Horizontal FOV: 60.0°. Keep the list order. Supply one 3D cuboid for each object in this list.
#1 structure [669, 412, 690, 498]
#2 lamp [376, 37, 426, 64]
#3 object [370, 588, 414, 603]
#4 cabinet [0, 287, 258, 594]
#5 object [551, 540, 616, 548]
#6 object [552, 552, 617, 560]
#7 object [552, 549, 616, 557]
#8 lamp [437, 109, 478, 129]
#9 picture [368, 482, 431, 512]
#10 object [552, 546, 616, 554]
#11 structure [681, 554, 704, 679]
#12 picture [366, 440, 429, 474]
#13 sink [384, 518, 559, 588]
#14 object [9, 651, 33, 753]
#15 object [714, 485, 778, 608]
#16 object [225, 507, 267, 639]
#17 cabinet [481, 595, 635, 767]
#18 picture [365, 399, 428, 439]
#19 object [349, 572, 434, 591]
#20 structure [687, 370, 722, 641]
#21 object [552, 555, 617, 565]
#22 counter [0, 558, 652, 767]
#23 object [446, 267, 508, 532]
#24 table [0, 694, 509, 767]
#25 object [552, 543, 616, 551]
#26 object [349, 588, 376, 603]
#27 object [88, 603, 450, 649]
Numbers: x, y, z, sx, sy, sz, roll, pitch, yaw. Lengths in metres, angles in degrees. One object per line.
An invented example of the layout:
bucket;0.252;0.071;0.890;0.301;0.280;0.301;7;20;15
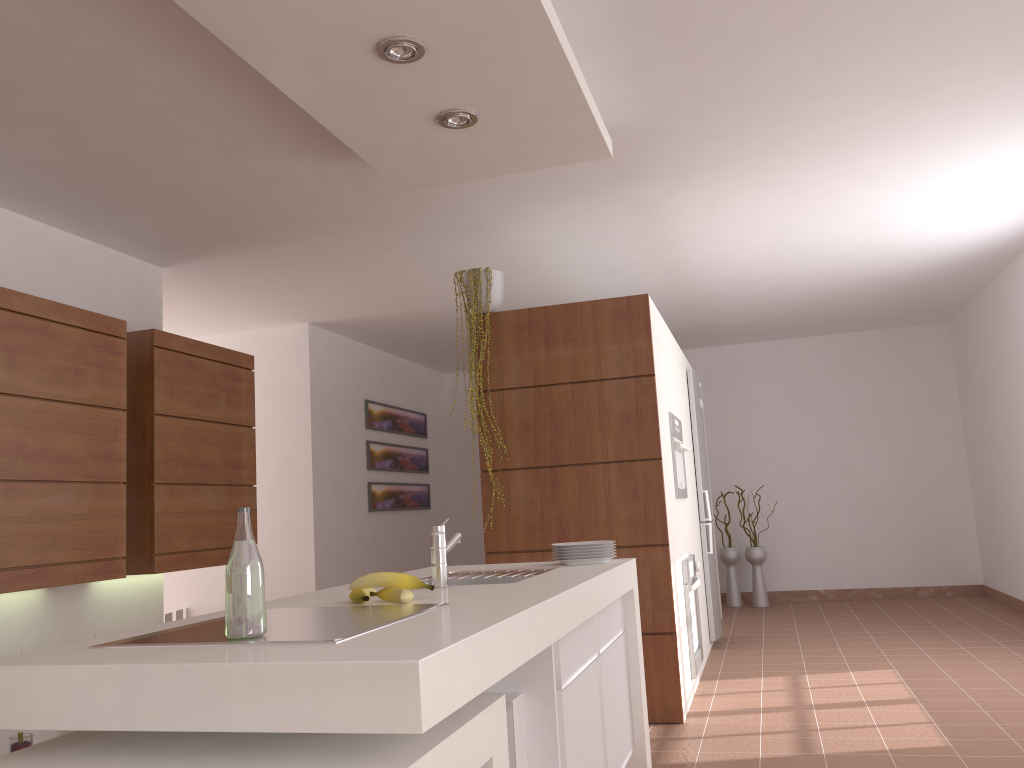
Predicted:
structure;0.954;0.408;4.957;0.056;0.454;0.614;-6;-8;15
lamp;-0.327;-0.999;2.609;0.143;0.059;0.143;-11;-11;43
object;-0.280;0.507;2.132;0.060;0.033;0.207;1;-9;-29
cabinet;-2.505;0.177;3.035;0.754;1.200;4.718;-6;-8;15
object;0.256;0.580;3.182;0.228;0.020;0.228;-3;-8;-3
object;0.259;0.620;3.177;0.228;0.020;0.228;-3;-8;-3
object;0.258;0.610;3.178;0.228;0.020;0.228;-3;-8;-3
lamp;-0.190;-0.939;3.085;0.143;0.059;0.143;-11;-11;43
picture;-1.008;1.031;8.115;0.015;0.248;1.408;-6;-8;15
object;0.257;0.600;3.179;0.228;0.020;0.228;-3;-8;-3
structure;1.000;1.247;4.841;0.058;0.592;0.596;-6;-8;16
picture;-1.029;0.685;8.164;0.015;0.248;1.408;-6;-8;15
sink;-0.116;0.603;2.788;0.404;0.368;0.668;-6;-8;15
object;-2.034;1.380;3.665;0.087;0.546;0.296;-8;-9;31
object;2.207;1.487;8.178;0.655;1.112;0.284;-9;-10;34
object;-0.483;0.339;1.605;0.071;0.230;0.071;-3;-8;-3
cabinet;-0.214;0.995;2.267;0.737;0.700;2.048;-6;-8;15
picture;-1.049;0.339;8.214;0.015;0.248;1.408;-6;-8;15
object;-0.294;0.485;2.163;0.207;0.055;0.047;-2;-8;-8
structure;1.386;0.838;6.332;0.089;1.862;0.604;-6;-8;15
object;0.259;0.631;3.175;0.228;0.020;0.228;-3;-8;-3
counter;-0.205;0.953;2.329;0.821;0.800;2.156;-6;-8;15
object;-0.150;0.081;4.492;0.297;1.344;0.279;0;-9;-25
table;-0.486;0.902;1.311;0.737;0.647;1.003;-6;-8;15
object;0.257;0.590;3.181;0.228;0.020;0.228;-3;-8;-3
object;-0.372;0.520;2.185;0.060;0.033;0.207;-3;-8;-5
object;-0.451;0.484;1.794;0.493;0.006;0.551;-6;-8;15
